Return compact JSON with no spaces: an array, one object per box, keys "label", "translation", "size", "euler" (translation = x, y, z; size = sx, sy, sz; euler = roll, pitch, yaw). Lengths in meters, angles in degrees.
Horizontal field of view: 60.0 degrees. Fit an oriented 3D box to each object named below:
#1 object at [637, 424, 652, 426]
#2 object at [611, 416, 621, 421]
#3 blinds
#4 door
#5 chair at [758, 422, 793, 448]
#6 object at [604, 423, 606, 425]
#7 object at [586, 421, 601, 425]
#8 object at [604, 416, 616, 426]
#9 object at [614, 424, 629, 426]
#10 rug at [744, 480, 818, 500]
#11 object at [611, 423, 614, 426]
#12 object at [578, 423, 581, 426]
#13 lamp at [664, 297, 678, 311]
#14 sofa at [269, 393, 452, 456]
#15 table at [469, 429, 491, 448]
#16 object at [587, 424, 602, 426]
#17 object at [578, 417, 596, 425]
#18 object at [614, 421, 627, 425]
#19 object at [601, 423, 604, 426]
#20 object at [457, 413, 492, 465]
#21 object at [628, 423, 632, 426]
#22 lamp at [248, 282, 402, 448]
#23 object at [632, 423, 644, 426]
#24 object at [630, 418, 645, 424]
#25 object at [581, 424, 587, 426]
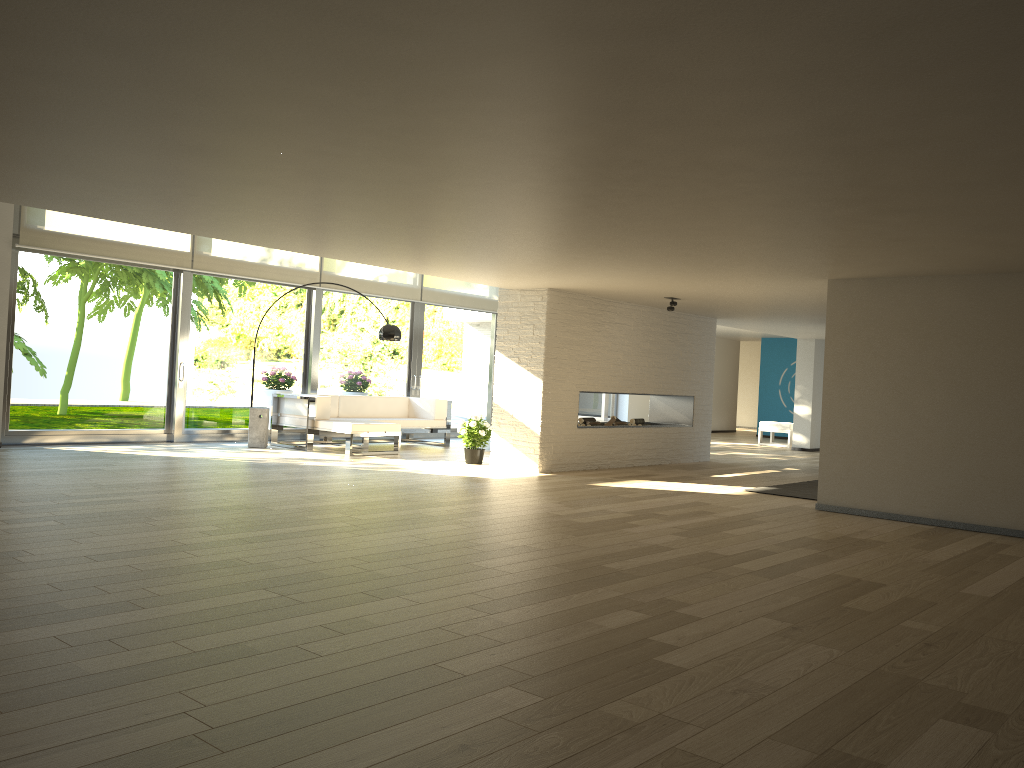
[{"label":"object","translation":[1.702,0.549,11.383],"size":[0.082,0.073,0.237],"euler":[3,0,40]},{"label":"object","translation":[1.334,0.482,11.130],"size":[0.093,0.170,0.271],"euler":[3,0,39]},{"label":"blinds","translation":[-1.365,-1.721,13.429],"size":[0.056,0.984,11.525],"euler":[2,0,41]},{"label":"door","translation":[0.375,-0.092,14.281],"size":[19.446,2.374,22.939],"euler":[3,0,41]},{"label":"chair","translation":[5.005,0.939,16.490],"size":[0.611,0.442,0.610],"euler":[3,0,41]},{"label":"object","translation":[1.238,0.526,11.077],"size":[0.075,0.074,0.245],"euler":[3,0,39]},{"label":"object","translation":[0.971,0.472,10.587],"size":[0.064,0.060,0.229],"euler":[3,0,42]},{"label":"object","translation":[1.190,0.478,10.884],"size":[0.064,0.165,0.225],"euler":[3,0,40]},{"label":"object","translation":[1.352,0.532,10.976],"size":[0.082,0.073,0.237],"euler":[3,0,40]},{"label":"rug","translation":[3.252,1.083,9.075],"size":[0.979,0.011,1.998],"euler":[3,0,41]},{"label":"object","translation":[1.285,0.528,11.020],"size":[0.076,0.076,0.236],"euler":[3,0,39]},{"label":"object","translation":[0.868,0.508,10.646],"size":[0.075,0.074,0.245],"euler":[3,0,39]},{"label":"lamp","translation":[1.758,-0.870,9.754],"size":[0.135,0.153,0.234],"euler":[3,0,41]},{"label":"sofa","translation":[-1.695,0.504,11.481],"size":[1.546,0.654,2.403],"euler":[3,0,41]},{"label":"table","translation":[0.276,0.776,12.172],"size":[1.220,0.305,1.220],"euler":[3,0,41]},{"label":"object","translation":[0.982,0.514,10.544],"size":[0.082,0.073,0.237],"euler":[3,0,40]},{"label":"object","translation":[0.899,0.443,10.624],"size":[0.093,0.088,0.260],"euler":[3,0,39]},{"label":"object","translation":[1.342,0.490,11.019],"size":[0.064,0.060,0.229],"euler":[3,0,42]},{"label":"object","translation":[1.086,0.518,10.956],"size":[0.075,0.074,0.245],"euler":[3,0,19]},{"label":"object","translation":[-0.406,0.622,10.015],"size":[0.430,0.571,0.405],"euler":[3,0,-27]},{"label":"object","translation":[1.588,0.542,11.485],"size":[0.075,0.074,0.245],"euler":[3,0,39]},{"label":"lamp","translation":[-2.230,-0.214,10.670],"size":[1.753,2.024,0.282],"euler":[3,-1,-7]},{"label":"object","translation":[1.635,0.545,11.427],"size":[0.076,0.076,0.236],"euler":[3,0,39]},{"label":"object","translation":[1.620,0.480,11.458],"size":[0.082,0.073,0.237],"euler":[3,0,40]},{"label":"object","translation":[0.915,0.510,10.588],"size":[0.076,0.076,0.236],"euler":[3,0,39]}]
